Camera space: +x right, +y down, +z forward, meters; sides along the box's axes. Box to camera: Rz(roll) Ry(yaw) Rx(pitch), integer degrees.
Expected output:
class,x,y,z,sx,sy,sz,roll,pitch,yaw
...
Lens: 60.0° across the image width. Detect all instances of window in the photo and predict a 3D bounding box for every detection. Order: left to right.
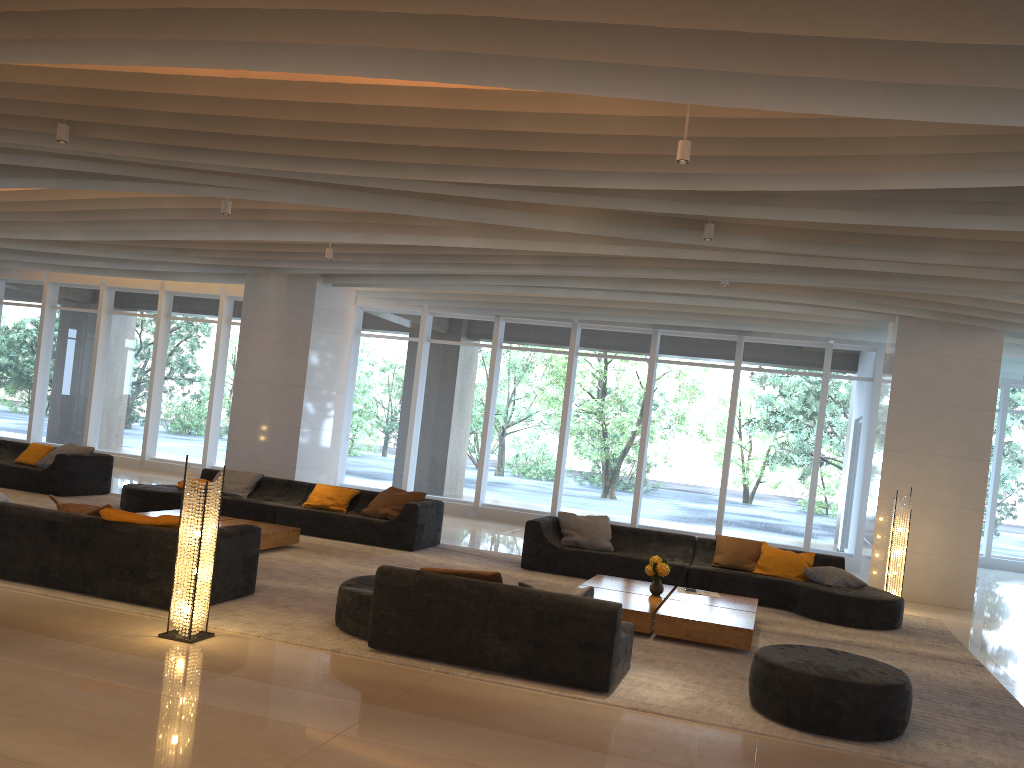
class,x,y,z,sx,sy,sz,roll,pitch,yaw
window,-4.167,-0.010,14.069,55.138,3.220,21.893,7,-3,-19

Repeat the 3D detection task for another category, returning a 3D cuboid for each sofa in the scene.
class,x,y,z,sx,sy,sz,roll,pitch,yaw
sofa,-7.626,1.087,12.777,3.736,0.582,0.952,6,-2,16
sofa,-3.983,1.226,7.292,3.736,0.582,0.952,6,-2,16
sofa,-3.004,1.539,11.321,4.102,0.582,1.366,6,-2,14
sofa,-0.233,1.612,6.444,2.228,0.576,1.370,6,-2,16
sofa,2.199,2.064,10.027,4.122,0.582,1.358,5,-3,23

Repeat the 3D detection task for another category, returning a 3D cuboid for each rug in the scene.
class,x,y,z,sx,sy,sz,roll,pitch,yaw
rug,-3.695,1.666,9.461,16.044,0.022,5.576,6,-3,16

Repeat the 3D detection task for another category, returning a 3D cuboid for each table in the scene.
class,x,y,z,sx,sy,sz,roll,pitch,yaw
table,-3.376,1.584,9.374,1.583,0.220,1.619,6,-3,16
table,1.388,2.058,8.057,1.583,0.220,1.619,6,-3,16

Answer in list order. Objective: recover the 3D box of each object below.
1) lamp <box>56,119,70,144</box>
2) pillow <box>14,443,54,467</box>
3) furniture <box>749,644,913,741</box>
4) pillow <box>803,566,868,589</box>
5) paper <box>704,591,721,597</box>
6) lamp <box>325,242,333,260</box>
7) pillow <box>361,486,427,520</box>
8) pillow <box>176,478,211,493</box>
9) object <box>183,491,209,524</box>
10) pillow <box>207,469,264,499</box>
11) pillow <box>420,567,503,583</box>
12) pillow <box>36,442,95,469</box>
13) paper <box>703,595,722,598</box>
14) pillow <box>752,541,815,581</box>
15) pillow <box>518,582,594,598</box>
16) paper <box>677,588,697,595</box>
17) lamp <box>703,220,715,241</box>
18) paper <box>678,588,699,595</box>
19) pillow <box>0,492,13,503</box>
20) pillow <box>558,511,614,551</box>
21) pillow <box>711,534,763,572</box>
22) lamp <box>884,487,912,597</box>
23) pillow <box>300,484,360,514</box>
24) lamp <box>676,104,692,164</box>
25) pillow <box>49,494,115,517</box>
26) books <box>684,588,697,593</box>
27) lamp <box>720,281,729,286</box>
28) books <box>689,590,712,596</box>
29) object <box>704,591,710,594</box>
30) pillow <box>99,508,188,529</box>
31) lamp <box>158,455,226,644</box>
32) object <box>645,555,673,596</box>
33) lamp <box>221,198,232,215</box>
class,x,y,z,sx,sy,sz,roll,pitch,yaw
lamp,-3.560,-2.707,7.182,0.088,1.506,0.089,6,0,7
pillow,-6.834,1.008,12.687,0.403,0.312,0.326,6,-1,18
furniture,2.007,1.934,5.624,0.968,0.364,0.999,5,-3,26
pillow,3.502,2.103,9.614,0.595,0.209,0.433,8,-3,-24
paper,1.913,2.032,8.579,0.185,0.001,0.257,6,-3,4
lamp,-2.274,-2.350,11.405,0.088,1.506,0.089,6,0,7
pillow,-1.500,1.512,11.230,0.626,0.377,0.558,5,-2,38
pillow,-4.221,1.346,11.780,0.454,0.192,0.579,7,-3,-18
object,-3.293,1.284,9.198,0.260,0.377,0.241,6,-1,38
pillow,-3.689,1.350,11.745,0.657,0.416,0.467,6,-2,16
pillow,-0.299,1.428,6.118,0.597,0.392,0.402,6,-1,19
pillow,-6.338,1.030,12.568,0.626,0.377,0.558,5,-2,38
paper,1.913,2.032,8.579,0.190,0.001,0.260,6,-3,4
pillow,3.034,2.002,9.886,0.598,0.403,0.482,6,-2,23
pillow,0.341,1.491,6.054,0.558,0.345,0.462,6,-2,15
paper,1.705,2.010,8.600,0.196,0.001,0.264,6,-3,8
lamp,1.854,-2.051,8.008,0.090,1.506,0.087,6,0,-29
paper,1.710,2.010,8.602,0.185,0.001,0.258,6,-3,9
pillow,-4.358,1.052,7.335,0.579,0.377,0.426,6,-2,18
pillow,0.875,1.748,10.573,0.641,0.377,0.545,7,-2,-6
pillow,2.575,1.944,10.075,0.570,0.374,0.374,6,-1,15
lamp,4.494,1.915,10.333,0.247,1.450,0.253,7,0,16
pillow,-2.342,1.502,11.374,0.630,0.394,0.455,6,-2,15
lamp,1.224,-2.227,5.918,0.090,1.506,0.087,6,0,-29
pillow,-3.366,1.112,7.061,0.594,0.409,0.449,6,-2,18
books,1.732,2.004,8.605,0.111,0.011,0.182,6,-3,8
lamp,2.510,-1.871,10.128,0.090,1.506,0.087,6,0,-29
books,1.806,2.015,8.579,0.212,0.011,0.181,7,-3,-3
object,1.859,2.018,8.583,0.105,0.014,0.181,7,-3,-2
pillow,-2.774,1.147,6.822,0.641,0.377,0.545,7,-2,-6
lamp,-2.081,1.073,5.853,0.247,1.198,0.253,6,0,16
object,1.343,1.759,8.180,0.233,0.377,0.269,6,-1,19
lamp,-2.919,-2.528,9.302,0.090,1.506,0.088,6,0,-11
